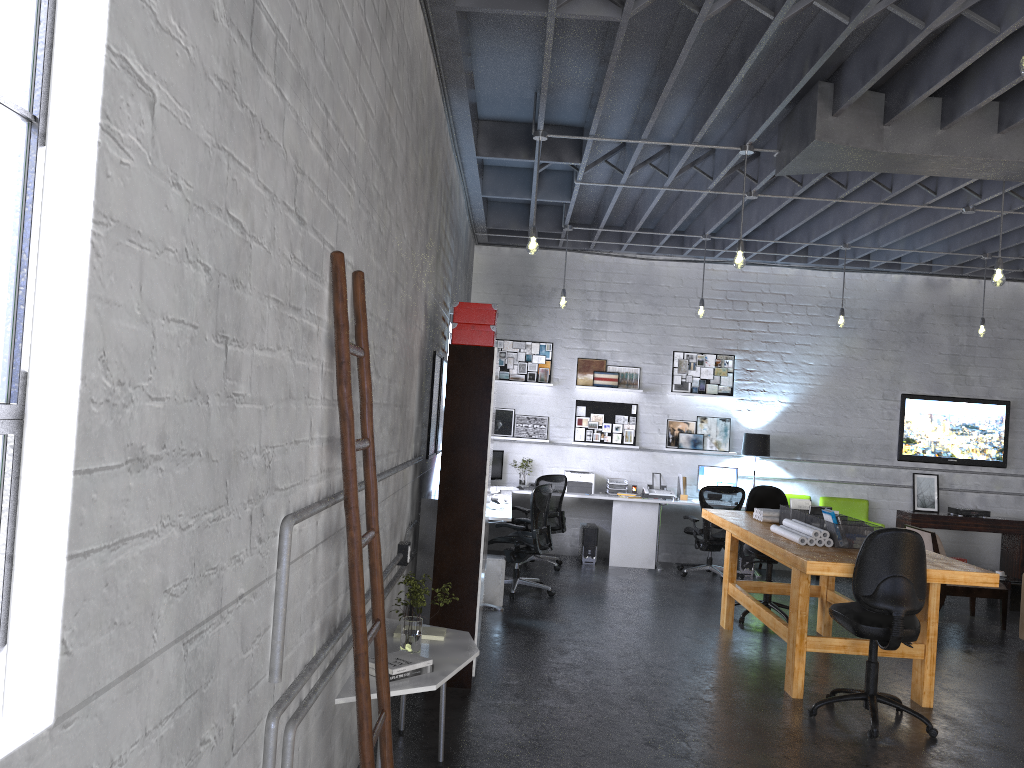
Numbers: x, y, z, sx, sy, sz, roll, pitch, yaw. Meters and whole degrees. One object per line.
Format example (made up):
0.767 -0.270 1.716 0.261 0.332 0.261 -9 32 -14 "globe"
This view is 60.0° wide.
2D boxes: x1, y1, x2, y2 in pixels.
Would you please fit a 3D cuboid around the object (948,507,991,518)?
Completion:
5.393 1.516 10.468 0.370 0.082 0.266 4 -2 0 "object"

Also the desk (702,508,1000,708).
2.227 1.566 6.521 1.115 0.926 2.833 4 -2 0 "desk"

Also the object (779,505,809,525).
2.264 1.037 6.851 0.316 0.156 0.306 4 -2 0 "object"

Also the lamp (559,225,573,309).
0.564 -1.235 9.380 0.104 0.878 0.104 4 -1 0 "lamp"

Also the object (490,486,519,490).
-0.128 1.187 10.099 0.422 0.028 0.181 6 -2 -40 "object"

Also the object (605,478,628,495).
1.239 1.217 10.496 0.229 0.180 0.316 4 -2 0 "object"

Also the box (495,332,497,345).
-0.233 -0.286 5.644 0.270 0.131 0.206 4 -2 0 "box"

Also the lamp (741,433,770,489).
2.865 1.001 10.459 0.334 0.831 0.333 5 -1 -38 "lamp"

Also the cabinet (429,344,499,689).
-0.304 0.805 5.744 0.291 2.046 0.873 4 -1 0 "cabinet"

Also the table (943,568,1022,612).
4.865 2.159 9.471 0.873 0.300 0.873 4 -2 4 "table"

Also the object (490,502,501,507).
-0.193 1.118 8.185 0.181 0.028 0.422 4 -2 -10 "object"

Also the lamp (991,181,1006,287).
3.503 -1.134 6.347 0.104 0.878 0.104 4 -1 0 "lamp"

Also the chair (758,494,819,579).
3.268 1.770 10.416 0.611 0.920 0.516 4 -1 0 "chair"

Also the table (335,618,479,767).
-0.429 1.498 4.019 0.517 0.532 1.336 4 -2 0 "table"

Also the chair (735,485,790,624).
2.297 1.493 7.784 0.659 1.164 0.687 4 -1 -2 "chair"

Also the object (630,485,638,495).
1.455 1.262 10.537 0.093 0.116 0.067 4 -1 0 "object"

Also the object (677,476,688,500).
2.018 1.231 10.484 0.087 0.259 0.236 4 -1 0 "object"

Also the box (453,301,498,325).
-0.224 -0.422 5.438 0.270 0.131 0.206 4 -2 0 "box"

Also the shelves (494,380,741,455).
1.180 0.398 10.601 3.024 0.694 0.199 4 -1 0 "shelves"

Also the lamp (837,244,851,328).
3.505 -1.033 9.375 0.104 0.878 0.104 4 -1 0 "lamp"

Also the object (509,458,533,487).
0.125 1.051 10.538 0.297 0.362 0.271 5 -2 -45 "object"

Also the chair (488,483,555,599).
0.064 1.424 8.282 0.752 1.031 0.732 4 -1 4 "chair"

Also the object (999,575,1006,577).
5.122 2.013 9.314 0.131 0.016 0.131 4 -2 7 "object"

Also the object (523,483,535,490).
0.323 1.197 10.272 0.279 0.081 0.411 5 -2 -30 "object"

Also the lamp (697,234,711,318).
2.025 -1.135 9.377 0.104 0.878 0.104 4 -1 0 "lamp"

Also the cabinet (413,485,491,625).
-0.436 1.344 6.773 0.465 1.021 1.152 4 -1 0 "cabinet"

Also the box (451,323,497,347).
-0.233 -0.292 5.436 0.270 0.131 0.206 4 -2 0 "box"

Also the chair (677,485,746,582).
2.202 1.624 9.889 0.732 1.031 0.752 5 -1 -31 "chair"

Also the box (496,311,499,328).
-0.225 -0.416 5.646 0.268 0.133 0.206 4 -2 0 "box"

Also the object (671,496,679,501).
1.880 1.317 10.212 0.095 0.050 0.095 5 -2 -32 "object"

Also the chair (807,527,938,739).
2.106 1.395 5.219 0.659 1.164 0.687 4 -1 -2 "chair"

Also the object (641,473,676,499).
1.716 1.200 10.490 0.405 0.280 0.399 4 -2 0 "object"

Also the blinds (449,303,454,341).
-0.533 0.162 8.619 0.100 1.631 2.120 4 -2 0 "blinds"

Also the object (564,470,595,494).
0.793 1.160 10.502 0.351 0.235 0.351 4 -2 0 "object"

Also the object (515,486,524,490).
0.088 1.204 10.288 0.114 0.036 0.058 2 -2 40 "object"

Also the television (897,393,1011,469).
5.311 0.565 10.658 1.324 0.816 0.021 4 -1 0 "television"

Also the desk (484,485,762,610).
1.108 1.643 9.030 3.574 0.785 3.300 4 -2 0 "desk"

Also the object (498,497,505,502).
-0.097 1.120 8.571 0.078 0.049 0.062 5 -2 -30 "object"

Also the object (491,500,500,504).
-0.168 1.126 8.479 0.114 0.036 0.058 4 -2 -10 "object"

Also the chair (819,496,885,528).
3.961 1.818 10.415 0.611 0.920 0.516 4 -1 0 "chair"

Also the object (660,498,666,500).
1.737 1.324 10.198 0.017 0.016 0.076 5 -2 -40 "object"

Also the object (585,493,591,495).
0.880 1.265 10.193 0.075 0.016 0.017 3 -2 25 "object"

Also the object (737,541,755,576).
2.674 1.981 10.293 0.180 0.411 0.476 4 -1 0 "object"

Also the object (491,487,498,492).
-0.198 1.160 9.766 0.130 0.049 0.130 3 -2 17 "object"

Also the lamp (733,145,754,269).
1.653 -1.261 6.350 0.104 0.878 0.104 4 -1 0 "lamp"

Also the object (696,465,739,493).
2.418 1.179 10.484 0.465 0.417 0.212 4 -1 5 "object"

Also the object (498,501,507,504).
-0.105 1.143 8.567 0.119 0.016 0.119 3 -2 18 "object"

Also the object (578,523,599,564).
0.892 1.861 10.375 0.180 0.411 0.476 4 -1 0 "object"

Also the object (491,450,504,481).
-0.326 0.982 10.362 0.147 0.427 0.560 3 -2 37 "object"

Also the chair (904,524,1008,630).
4.149 1.800 8.337 0.725 0.842 0.575 4 -1 0 "chair"

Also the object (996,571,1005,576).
5.126 1.990 9.316 0.081 0.052 0.077 5 -2 -42 "object"

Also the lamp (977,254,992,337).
4.989 -0.931 9.373 0.104 0.878 0.104 3 -1 44 "lamp"

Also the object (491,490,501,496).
-0.347 1.028 8.835 0.485 0.230 0.420 4 -2 0 "object"

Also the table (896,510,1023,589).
5.308 1.962 10.470 1.410 0.819 0.404 4 -1 0 "table"

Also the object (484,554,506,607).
-0.303 1.689 7.665 0.478 0.411 0.200 4 -1 0 "object"

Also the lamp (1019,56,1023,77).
1.651 -1.381 2.753 0.104 0.878 0.104 4 -1 18 "lamp"

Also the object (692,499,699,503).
2.292 1.356 10.194 0.422 0.028 0.181 4 -2 -5 "object"

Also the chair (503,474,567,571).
0.239 1.484 9.739 0.752 1.031 0.732 3 -1 24 "chair"

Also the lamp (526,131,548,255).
0.174 -1.362 6.353 0.104 0.878 0.104 4 -1 0 "lamp"
